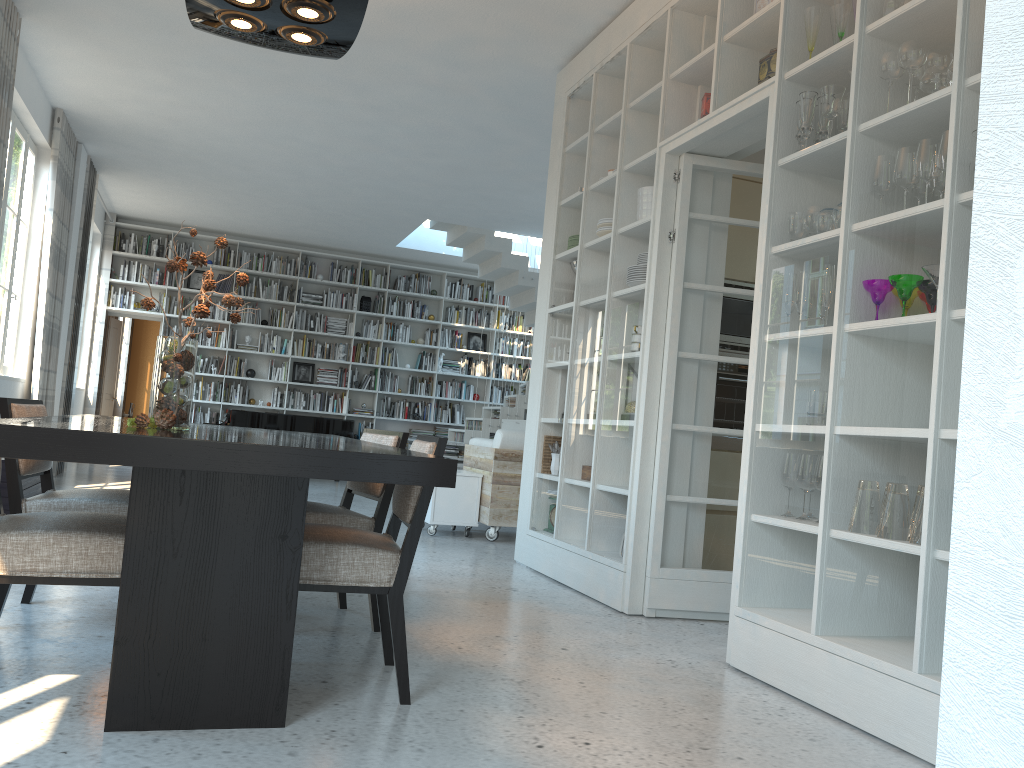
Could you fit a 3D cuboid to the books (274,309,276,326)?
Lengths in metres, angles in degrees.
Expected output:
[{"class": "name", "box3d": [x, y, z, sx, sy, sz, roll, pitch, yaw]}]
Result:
[{"class": "books", "box3d": [-3.322, -0.921, 12.419, 0.005, 0.275, 0.157, 6, -3, -19]}]

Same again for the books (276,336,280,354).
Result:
[{"class": "books", "box3d": [-3.284, -0.539, 12.419, 0.023, 0.259, 0.170, 6, -3, -19]}]

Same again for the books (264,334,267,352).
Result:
[{"class": "books", "box3d": [-3.445, -0.559, 12.372, 0.022, 0.267, 0.151, 6, -3, -19]}]

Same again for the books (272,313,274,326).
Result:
[{"class": "books", "box3d": [-3.349, -0.886, 12.412, 0.011, 0.200, 0.162, 6, -3, -19]}]

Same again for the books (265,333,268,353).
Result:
[{"class": "books", "box3d": [-3.424, -0.567, 12.367, 0.012, 0.286, 0.167, 6, -3, -19]}]

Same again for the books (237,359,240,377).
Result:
[{"class": "books", "box3d": [-3.778, -0.215, 12.250, 0.014, 0.243, 0.153, 6, -3, -19]}]

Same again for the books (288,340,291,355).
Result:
[{"class": "books", "box3d": [-3.141, -0.501, 12.486, 0.026, 0.217, 0.126, 6, -3, -19]}]

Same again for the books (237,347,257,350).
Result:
[{"class": "books", "box3d": [-3.675, -0.494, 12.288, 0.254, 0.012, 0.161, 7, -4, -24]}]

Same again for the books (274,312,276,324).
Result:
[{"class": "books", "box3d": [-3.323, -0.893, 12.395, 0.006, 0.216, 0.181, 6, -3, -19]}]

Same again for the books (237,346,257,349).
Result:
[{"class": "books", "box3d": [-3.675, -0.506, 12.292, 0.254, 0.012, 0.161, 6, -4, -22]}]

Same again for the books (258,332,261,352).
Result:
[{"class": "books", "box3d": [-3.518, -0.577, 12.338, 0.012, 0.285, 0.159, 6, -3, -19]}]

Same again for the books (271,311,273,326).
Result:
[{"class": "books", "box3d": [-3.356, -0.906, 12.385, 0.005, 0.236, 0.178, 6, -3, -19]}]

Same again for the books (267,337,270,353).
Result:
[{"class": "books", "box3d": [-3.404, -0.533, 12.391, 0.048, 0.224, 0.149, 6, -3, -19]}]

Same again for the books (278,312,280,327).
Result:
[{"class": "books", "box3d": [-3.278, -0.896, 12.448, 0.011, 0.236, 0.130, 6, -3, -19]}]

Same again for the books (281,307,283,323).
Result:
[{"class": "books", "box3d": [-3.236, -0.926, 12.445, 0.006, 0.303, 0.165, 6, -3, -19]}]

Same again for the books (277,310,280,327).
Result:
[{"class": "books", "box3d": [-3.277, -0.902, 12.410, 0.013, 0.243, 0.189, 6, -3, -19]}]

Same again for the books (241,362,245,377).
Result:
[{"class": "books", "box3d": [-3.721, -0.196, 12.262, 0.028, 0.216, 0.175, 6, -3, -19]}]

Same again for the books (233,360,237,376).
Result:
[{"class": "books", "box3d": [-3.823, -0.212, 12.235, 0.025, 0.228, 0.153, 6, -3, -19]}]

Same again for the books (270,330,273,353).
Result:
[{"class": "books", "box3d": [-3.369, -0.583, 12.395, 0.010, 0.329, 0.173, 6, -3, -19]}]

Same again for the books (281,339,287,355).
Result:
[{"class": "books", "box3d": [-3.200, -0.513, 12.444, 0.060, 0.227, 0.179, 6, -3, -19]}]

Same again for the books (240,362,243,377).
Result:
[{"class": "books", "box3d": [-3.741, -0.193, 12.259, 0.011, 0.208, 0.180, 6, -3, -19]}]

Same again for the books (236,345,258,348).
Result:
[{"class": "books", "box3d": [-3.675, -0.518, 12.295, 0.285, 0.012, 0.159, 6, -3, -17]}]

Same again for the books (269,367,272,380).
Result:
[{"class": "books", "box3d": [-3.379, -0.143, 12.384, 0.025, 0.186, 0.154, 6, -3, -19]}]

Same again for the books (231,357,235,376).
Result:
[{"class": "books", "box3d": [-3.849, -0.233, 12.223, 0.036, 0.263, 0.166, 6, -3, -19]}]

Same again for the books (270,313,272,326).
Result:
[{"class": "books", "box3d": [-3.374, -0.897, 12.407, 0.013, 0.216, 0.149, 6, -3, -19]}]

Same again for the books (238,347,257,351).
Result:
[{"class": "books", "box3d": [-3.677, -0.481, 12.289, 0.254, 0.012, 0.161, 7, -4, -23]}]

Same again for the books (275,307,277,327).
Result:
[{"class": "books", "box3d": [-3.308, -0.925, 12.436, 0.033, 0.287, 0.155, 6, -3, -19]}]

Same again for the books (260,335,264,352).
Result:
[{"class": "books", "box3d": [-3.489, -0.555, 12.343, 0.030, 0.247, 0.174, 6, -3, -19]}]

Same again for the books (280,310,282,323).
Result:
[{"class": "books", "box3d": [-3.250, -0.908, 12.444, 0.004, 0.265, 0.142, 6, -3, -19]}]

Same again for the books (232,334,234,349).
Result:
[{"class": "books", "box3d": [-3.850, -0.574, 12.241, 0.034, 0.209, 0.136, 6, -3, -19]}]

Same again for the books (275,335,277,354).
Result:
[{"class": "books", "box3d": [-3.307, -0.545, 12.400, 0.012, 0.265, 0.193, 6, -3, -19]}]

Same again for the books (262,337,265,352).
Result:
[{"class": "books", "box3d": [-3.474, -0.541, 12.378, 0.024, 0.227, 0.137, 6, -3, -19]}]

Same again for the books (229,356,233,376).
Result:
[{"class": "books", "box3d": [-3.880, -0.242, 12.220, 0.026, 0.275, 0.154, 6, -3, -19]}]

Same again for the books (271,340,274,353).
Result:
[{"class": "books", "box3d": [-3.364, -0.511, 12.411, 0.025, 0.189, 0.140, 6, -3, -19]}]

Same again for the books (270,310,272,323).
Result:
[{"class": "books", "box3d": [-3.376, -0.910, 12.388, 0.005, 0.240, 0.173, 6, -3, -19]}]

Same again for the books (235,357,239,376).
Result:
[{"class": "books", "box3d": [-3.790, -0.233, 12.225, 0.026, 0.274, 0.190, 6, -3, -19]}]

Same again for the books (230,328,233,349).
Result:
[{"class": "books", "box3d": [-3.871, -0.620, 12.246, 0.011, 0.297, 0.135, 6, -3, -19]}]

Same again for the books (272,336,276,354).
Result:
[{"class": "books", "box3d": [-3.330, -0.537, 12.403, 0.028, 0.247, 0.170, 6, -3, -19]}]

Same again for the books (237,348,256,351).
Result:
[{"class": "books", "box3d": [-3.681, -0.469, 12.297, 0.254, 0.012, 0.161, 6, -4, -19]}]

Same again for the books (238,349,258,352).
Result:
[{"class": "books", "box3d": [-3.680, -0.457, 12.292, 0.285, 0.012, 0.159, 6, -4, -21]}]

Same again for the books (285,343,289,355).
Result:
[{"class": "books", "box3d": [-3.167, -0.485, 12.474, 0.027, 0.181, 0.142, 6, -3, -19]}]

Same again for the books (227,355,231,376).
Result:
[{"class": "books", "box3d": [-3.902, -0.249, 12.207, 0.025, 0.284, 0.145, 6, -3, -19]}]

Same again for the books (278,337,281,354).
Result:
[{"class": "books", "box3d": [-3.269, -0.534, 12.445, 0.022, 0.256, 0.152, 6, -3, -19]}]

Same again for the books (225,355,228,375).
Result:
[{"class": "books", "box3d": [-3.933, -0.252, 12.206, 0.012, 0.285, 0.159, 6, -3, -19]}]

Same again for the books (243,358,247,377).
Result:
[{"class": "books", "box3d": [-3.698, -0.217, 12.286, 0.028, 0.266, 0.144, 6, -3, -19]}]

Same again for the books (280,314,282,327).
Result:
[{"class": "books", "box3d": [-3.244, -0.902, 12.440, 0.006, 0.253, 0.180, 6, -3, -19]}]

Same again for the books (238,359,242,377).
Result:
[{"class": "books", "box3d": [-3.764, -0.215, 12.273, 0.028, 0.247, 0.142, 6, -3, -19]}]

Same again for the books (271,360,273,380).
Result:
[{"class": "books", "box3d": [-3.361, -0.193, 12.403, 0.011, 0.291, 0.156, 6, -3, -19]}]

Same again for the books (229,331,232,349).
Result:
[{"class": "books", "box3d": [-3.883, -0.602, 12.223, 0.024, 0.257, 0.134, 6, -3, -19]}]

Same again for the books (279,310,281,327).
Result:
[{"class": "books", "box3d": [-3.261, -0.903, 12.441, 0.017, 0.253, 0.139, 6, -3, -19]}]

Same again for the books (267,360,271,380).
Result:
[{"class": "books", "box3d": [-3.393, -0.194, 12.384, 0.012, 0.285, 0.159, 6, -3, -19]}]

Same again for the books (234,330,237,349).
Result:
[{"class": "books", "box3d": [-3.819, -0.606, 12.246, 0.021, 0.277, 0.136, 6, -3, -19]}]

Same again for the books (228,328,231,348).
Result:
[{"class": "books", "box3d": [-3.901, -0.618, 12.223, 0.012, 0.285, 0.159, 6, -3, -19]}]

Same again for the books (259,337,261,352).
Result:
[{"class": "books", "box3d": [-3.514, -0.549, 12.353, 0.010, 0.231, 0.154, 6, -3, -19]}]

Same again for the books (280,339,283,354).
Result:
[{"class": "books", "box3d": [-3.249, -0.513, 12.452, 0.026, 0.219, 0.150, 6, -3, -19]}]

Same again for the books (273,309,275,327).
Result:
[{"class": "books", "box3d": [-3.339, -0.918, 12.424, 0.009, 0.266, 0.149, 6, -3, -19]}]

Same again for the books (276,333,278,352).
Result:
[{"class": "books", "box3d": [-3.298, -0.561, 12.413, 0.011, 0.300, 0.178, 6, -3, -19]}]

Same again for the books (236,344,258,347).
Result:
[{"class": "books", "box3d": [-3.672, -0.530, 12.291, 0.285, 0.012, 0.159, 7, -4, -23]}]
